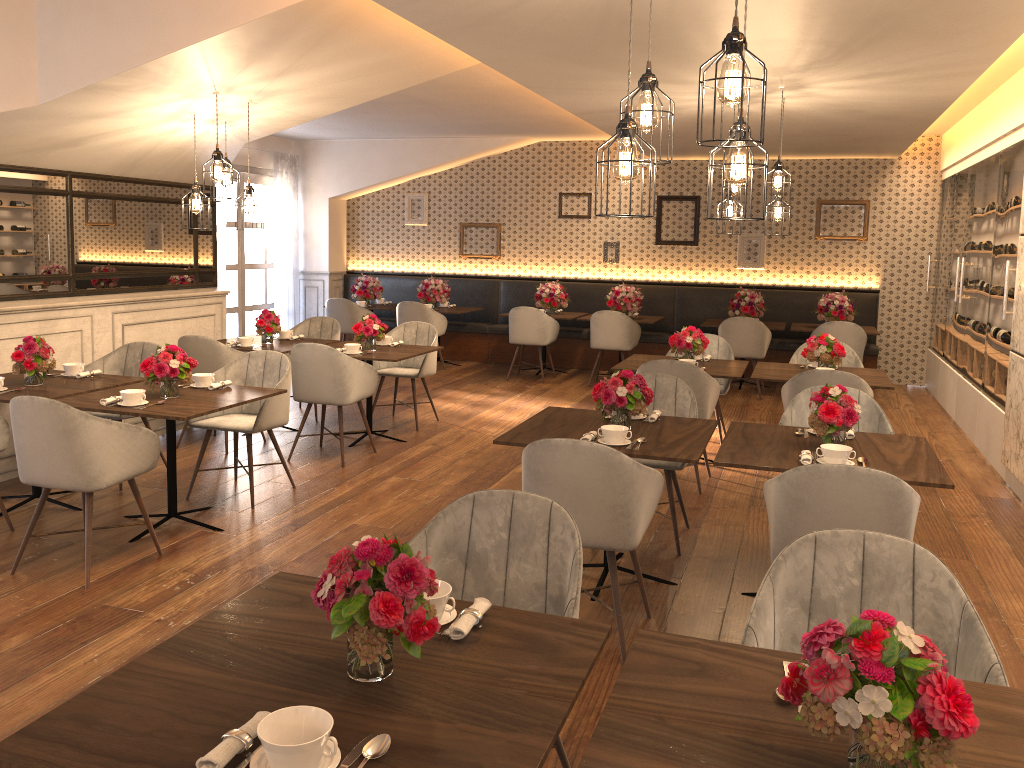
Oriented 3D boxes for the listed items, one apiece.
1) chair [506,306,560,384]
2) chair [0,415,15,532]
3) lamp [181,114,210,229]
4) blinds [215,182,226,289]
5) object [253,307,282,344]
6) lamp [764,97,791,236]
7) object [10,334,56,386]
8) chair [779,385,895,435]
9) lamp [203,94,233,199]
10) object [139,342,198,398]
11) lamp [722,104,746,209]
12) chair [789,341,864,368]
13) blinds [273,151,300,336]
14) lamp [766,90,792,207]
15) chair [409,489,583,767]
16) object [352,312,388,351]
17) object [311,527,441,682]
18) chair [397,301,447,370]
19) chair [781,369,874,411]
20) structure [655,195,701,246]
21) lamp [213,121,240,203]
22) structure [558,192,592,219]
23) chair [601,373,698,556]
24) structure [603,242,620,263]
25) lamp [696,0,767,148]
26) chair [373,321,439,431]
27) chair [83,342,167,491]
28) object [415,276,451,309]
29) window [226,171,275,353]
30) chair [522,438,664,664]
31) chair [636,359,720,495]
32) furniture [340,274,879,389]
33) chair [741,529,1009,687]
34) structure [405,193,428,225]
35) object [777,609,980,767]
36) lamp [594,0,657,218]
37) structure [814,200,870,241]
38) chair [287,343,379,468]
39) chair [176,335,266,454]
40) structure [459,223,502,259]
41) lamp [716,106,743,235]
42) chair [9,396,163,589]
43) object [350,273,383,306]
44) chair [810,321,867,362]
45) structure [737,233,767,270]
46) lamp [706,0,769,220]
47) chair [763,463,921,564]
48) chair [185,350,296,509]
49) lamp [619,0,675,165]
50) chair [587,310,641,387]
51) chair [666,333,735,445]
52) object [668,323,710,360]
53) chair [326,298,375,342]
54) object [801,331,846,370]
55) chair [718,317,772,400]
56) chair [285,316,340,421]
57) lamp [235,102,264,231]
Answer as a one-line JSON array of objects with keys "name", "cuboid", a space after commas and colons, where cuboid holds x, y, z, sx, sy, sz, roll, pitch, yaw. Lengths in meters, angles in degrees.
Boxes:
[{"name": "chair", "cuboid": [0.225, -0.479, 10.253, 0.565, 0.867, 0.529, 4, 7, 18]}, {"name": "chair", "cuboid": [-2.955, 0.379, 4.513, 0.565, 0.867, 0.529, 4, 7, 18]}, {"name": "lamp", "cuboid": [-2.078, -2.054, 5.783, 0.175, 2.058, 0.176, 3, 6, 20]}, {"name": "blinds", "cuboid": [-3.598, -1.531, 10.490, 0.134, 2.682, 0.691, 3, 6, 18]}, {"name": "object", "cuboid": [-2.008, -0.482, 7.253, 0.234, 0.299, 0.307, 0, 8, -7]}, {"name": "lamp", "cuboid": [1.916, -2.086, 6.224, 0.175, 2.058, 0.176, 3, 6, 20]}, {"name": "object", "cuboid": [-2.741, -0.144, 5.060, 0.234, 0.299, 0.307, 0, 8, -7]}, {"name": "chair", "cuboid": [1.644, 0.475, 4.546, 0.565, 0.867, 0.529, 4, 7, 18]}, {"name": "lamp", "cuboid": [-1.829, -2.192, 5.471, 0.175, 2.058, 0.176, 3, 6, 20]}, {"name": "object", "cuboid": [-1.847, -0.079, 4.779, 0.235, 0.299, 0.306, 7, 9, 37]}, {"name": "lamp", "cuboid": [1.676, -2.330, 6.496, 0.175, 2.058, 0.176, 3, 6, 20]}, {"name": "chair", "cuboid": [2.427, 0.114, 6.886, 0.565, 0.867, 0.529, 4, 7, 18]}, {"name": "blinds", "cuboid": [-3.065, -1.771, 12.052, 0.134, 2.682, 0.621, 3, 6, 18]}, {"name": "lamp", "cuboid": [1.817, -2.230, 5.893, 0.175, 2.058, 0.176, 3, 6, 20]}, {"name": "chair", "cuboid": [-0.081, 0.782, 2.410, 0.565, 0.867, 0.529, 4, 7, 18]}, {"name": "object", "cuboid": [-1.113, -0.416, 6.971, 0.235, 0.299, 0.306, 7, 9, 37]}, {"name": "object", "cuboid": [-0.284, 0.439, 1.788, 0.234, 0.299, 0.306, -5, 10, -39]}, {"name": "chair", "cuboid": [-1.119, -0.580, 10.696, 0.565, 0.867, 0.529, 4, 7, 18]}, {"name": "chair", "cuboid": [1.993, 0.306, 5.636, 0.565, 0.867, 0.529, 4, 7, 18]}, {"name": "structure", "cuboid": [2.092, -2.060, 11.173, 0.544, 0.628, 0.035, 4, 6, 18]}, {"name": "lamp", "cuboid": [-1.970, -2.293, 6.074, 0.175, 2.058, 0.176, 3, 6, 20]}, {"name": "structure", "cuboid": [0.824, -2.331, 11.576, 0.449, 0.343, 0.016, 4, 6, 18]}, {"name": "chair", "cuboid": [0.734, 0.406, 4.846, 0.565, 0.867, 0.529, 4, 7, 18]}, {"name": "structure", "cuboid": [1.290, -1.705, 11.478, 0.216, 0.276, 0.018, 4, 6, 18]}, {"name": "lamp", "cuboid": [0.618, -1.678, 2.311, 0.175, 2.058, 0.176, 3, 6, 20]}, {"name": "chair", "cuboid": [-0.921, -0.087, 7.673, 0.565, 0.867, 0.529, 4, 7, 18]}, {"name": "chair", "cuboid": [-2.565, 0.183, 5.778, 0.565, 0.867, 0.529, 4, 7, 18]}, {"name": "object", "cuboid": [-0.990, -1.161, 11.223, 0.420, 0.423, 0.408, 2, 8, 6]}, {"name": "window", "cuboid": [-4.880, -0.564, 5.356, 0.495, 2.373, 14.615, 3, 9, 14]}, {"name": "chair", "cuboid": [0.300, 0.599, 3.596, 0.565, 0.867, 0.529, 4, 7, 18]}, {"name": "chair", "cuboid": [1.083, 0.238, 5.936, 0.565, 0.867, 0.529, 4, 7, 18]}, {"name": "furniture", "cuboid": [0.892, -0.754, 11.396, 7.095, 1.075, 0.544, 4, 7, 18]}, {"name": "chair", "cuboid": [0.829, 0.850, 2.111, 0.565, 0.867, 0.529, 4, 7, 18]}, {"name": "structure", "cuboid": [-1.327, -2.424, 12.280, 0.340, 0.437, 0.035, 4, 6, 18]}, {"name": "object", "cuboid": [0.608, 0.510, 1.464, 0.306, 0.299, 0.235, 8, 10, 40]}, {"name": "lamp", "cuboid": [0.369, -1.539, 2.624, 0.175, 2.058, 0.176, 3, 6, 20]}, {"name": "structure", "cuboid": [3.935, -1.952, 10.555, 0.601, 0.482, 0.032, 4, 6, 18]}, {"name": "chair", "cuboid": [-1.311, 0.109, 6.408, 0.565, 0.867, 0.529, 4, 7, 18]}, {"name": "chair", "cuboid": [-2.221, 0.040, 6.708, 0.565, 0.867, 0.529, 4, 7, 18]}, {"name": "structure", "cuboid": [-0.435, -1.944, 12.026, 0.601, 0.482, 0.032, 4, 6, 18]}, {"name": "lamp", "cuboid": [1.568, -2.091, 6.206, 0.175, 2.058, 0.176, 3, 6, 20]}, {"name": "chair", "cuboid": [-2.045, 0.447, 4.214, 0.565, 0.867, 0.529, 4, 7, 18]}, {"name": "object", "cuboid": [-1.888, -1.230, 11.524, 0.420, 0.423, 0.408, -3, 9, -29]}, {"name": "chair", "cuboid": [3.388, -0.241, 9.212, 0.565, 0.867, 0.529, 4, 7, 18]}, {"name": "structure", "cuboid": [2.953, -1.635, 10.916, 0.340, 0.437, 0.035, 4, 6, 18]}, {"name": "lamp", "cuboid": [0.718, -1.534, 2.642, 0.175, 2.058, 0.176, 3, 6, 20]}, {"name": "chair", "cuboid": [1.210, 0.667, 3.296, 0.565, 0.867, 0.529, 4, 7, 18]}, {"name": "chair", "cuboid": [-1.655, 0.251, 5.478, 0.565, 0.867, 0.529, 4, 7, 18]}, {"name": "lamp", "cuboid": [0.478, -1.778, 2.914, 0.175, 2.058, 0.176, 3, 6, 20]}, {"name": "chair", "cuboid": [1.135, -0.410, 9.954, 0.565, 0.867, 0.529, 4, 7, 18]}, {"name": "chair", "cuboid": [1.517, 0.046, 7.186, 0.565, 0.867, 0.529, 4, 7, 18]}, {"name": "object", "cuboid": [1.314, -0.297, 6.563, 0.305, 0.299, 0.236, 1, 7, -4]}, {"name": "chair", "cuboid": [-2.029, -0.648, 10.995, 0.565, 0.867, 0.529, 4, 7, 18]}, {"name": "object", "cuboid": [2.205, -0.225, 6.237, 0.306, 0.299, 0.235, 8, 10, 40]}, {"name": "chair", "cuboid": [2.478, -0.309, 9.512, 0.565, 0.867, 0.529, 4, 7, 18]}, {"name": "chair", "cuboid": [-1.831, -0.155, 7.972, 0.565, 0.867, 0.529, 4, 7, 18]}, {"name": "lamp", "cuboid": [-1.729, -2.049, 5.801, 0.175, 2.058, 0.176, 3, 6, 20]}]
